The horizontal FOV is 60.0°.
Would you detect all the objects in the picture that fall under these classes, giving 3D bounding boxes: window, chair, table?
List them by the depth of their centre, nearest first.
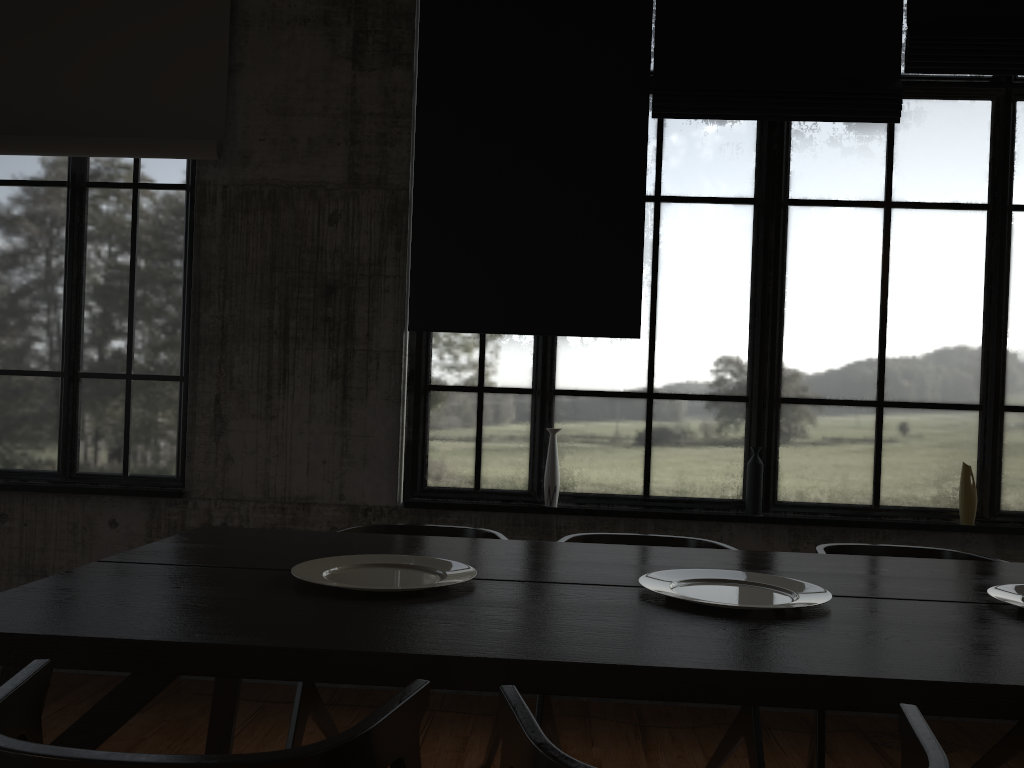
[{"bbox_3d":[0.337,1.071,1.586,0.878,0.993,0.769,2,0,2],"label":"chair"},{"bbox_3d":[-0.562,1.038,1.632,0.878,0.993,0.769,2,0,4],"label":"chair"},{"bbox_3d":[0.581,1.099,2.558,3.702,1.006,1.639,2,-1,3],"label":"table"},{"bbox_3d":[1.526,1.162,3.365,0.878,0.993,0.769,2,0,3],"label":"chair"},{"bbox_3d":[0.511,1.126,3.410,0.878,0.993,0.769,2,0,4],"label":"chair"},{"bbox_3d":[-0.389,1.094,3.456,0.878,0.993,0.769,2,0,2],"label":"chair"},{"bbox_3d":[1.375,-0.992,4.624,3.812,3.436,0.050,2,0,3],"label":"window"},{"bbox_3d":[-3.789,-1.177,4.892,4.304,3.436,0.050,2,0,3],"label":"window"}]

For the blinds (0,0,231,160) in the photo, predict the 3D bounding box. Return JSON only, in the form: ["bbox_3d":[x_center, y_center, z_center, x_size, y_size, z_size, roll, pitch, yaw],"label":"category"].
[{"bbox_3d":[-3.704,-2.122,4.695,4.465,1.776,0.137,2,0,3],"label":"blinds"}]

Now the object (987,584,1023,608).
[{"bbox_3d":[1.609,0.618,2.447,0.526,0.024,0.527,2,-2,13],"label":"object"}]

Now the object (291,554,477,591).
[{"bbox_3d":[-0.365,0.547,2.549,0.526,0.024,0.527,2,-2,13],"label":"object"}]

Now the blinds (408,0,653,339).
[{"bbox_3d":[0.106,-1.522,4.611,1.215,2.534,0.034,2,0,3],"label":"blinds"}]

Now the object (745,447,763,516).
[{"bbox_3d":[1.245,0.500,4.548,0.080,0.352,0.080,2,0,34],"label":"object"}]

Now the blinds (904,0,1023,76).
[{"bbox_3d":[2.664,-2.127,4.455,1.296,1.142,0.052,2,0,3],"label":"blinds"}]

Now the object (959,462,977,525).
[{"bbox_3d":[2.311,0.553,4.490,0.074,0.318,0.073,2,0,-35],"label":"object"}]

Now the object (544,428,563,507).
[{"bbox_3d":[0.210,0.433,4.605,0.082,0.410,0.082,2,0,-36],"label":"object"}]

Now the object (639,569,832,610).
[{"bbox_3d":[0.622,0.582,2.498,0.526,0.024,0.527,2,-2,13],"label":"object"}]

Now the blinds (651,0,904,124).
[{"bbox_3d":[1.371,-2.045,4.522,1.254,1.398,0.052,2,0,3],"label":"blinds"}]
